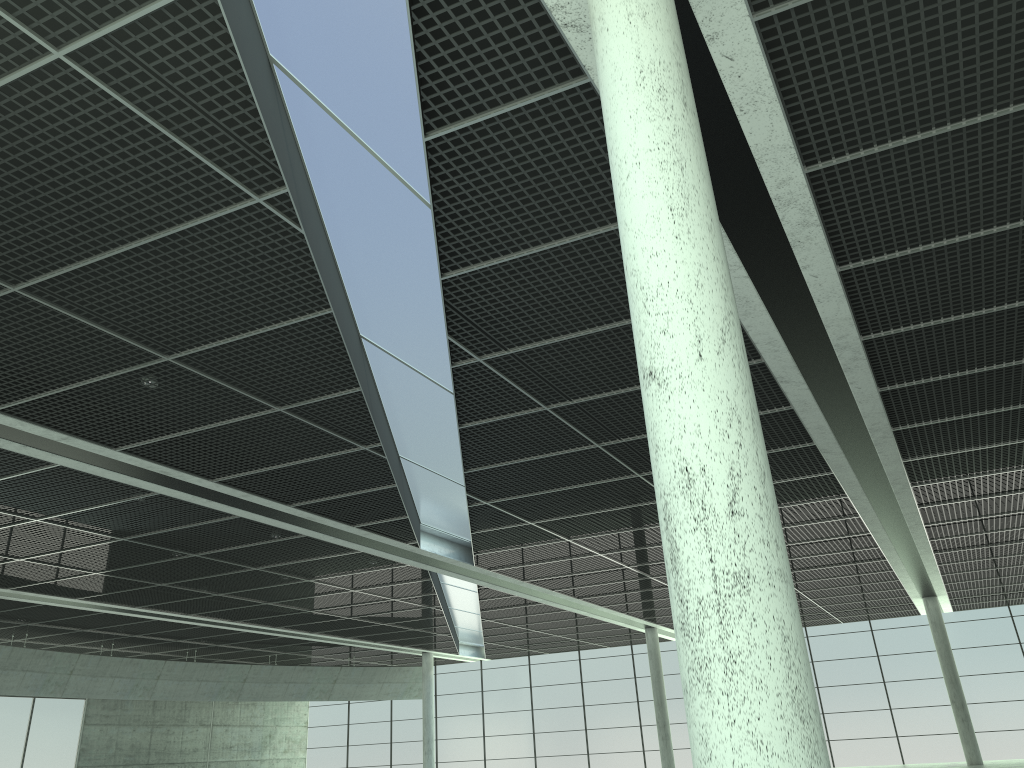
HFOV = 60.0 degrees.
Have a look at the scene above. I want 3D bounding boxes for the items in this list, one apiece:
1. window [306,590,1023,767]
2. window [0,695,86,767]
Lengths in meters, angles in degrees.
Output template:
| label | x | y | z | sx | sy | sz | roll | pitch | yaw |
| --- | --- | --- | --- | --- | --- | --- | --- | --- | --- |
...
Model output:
| label | x | y | z | sx | sy | sz | roll | pitch | yaw |
| --- | --- | --- | --- | --- | --- | --- | --- | --- | --- |
| window | -3.359 | 18.201 | 51.062 | 99.760 | 16.076 | 100.621 | -15 | -27 | 22 |
| window | -47.863 | 32.227 | 68.713 | 0.159 | 10.659 | 33.473 | -15 | -27 | 23 |
